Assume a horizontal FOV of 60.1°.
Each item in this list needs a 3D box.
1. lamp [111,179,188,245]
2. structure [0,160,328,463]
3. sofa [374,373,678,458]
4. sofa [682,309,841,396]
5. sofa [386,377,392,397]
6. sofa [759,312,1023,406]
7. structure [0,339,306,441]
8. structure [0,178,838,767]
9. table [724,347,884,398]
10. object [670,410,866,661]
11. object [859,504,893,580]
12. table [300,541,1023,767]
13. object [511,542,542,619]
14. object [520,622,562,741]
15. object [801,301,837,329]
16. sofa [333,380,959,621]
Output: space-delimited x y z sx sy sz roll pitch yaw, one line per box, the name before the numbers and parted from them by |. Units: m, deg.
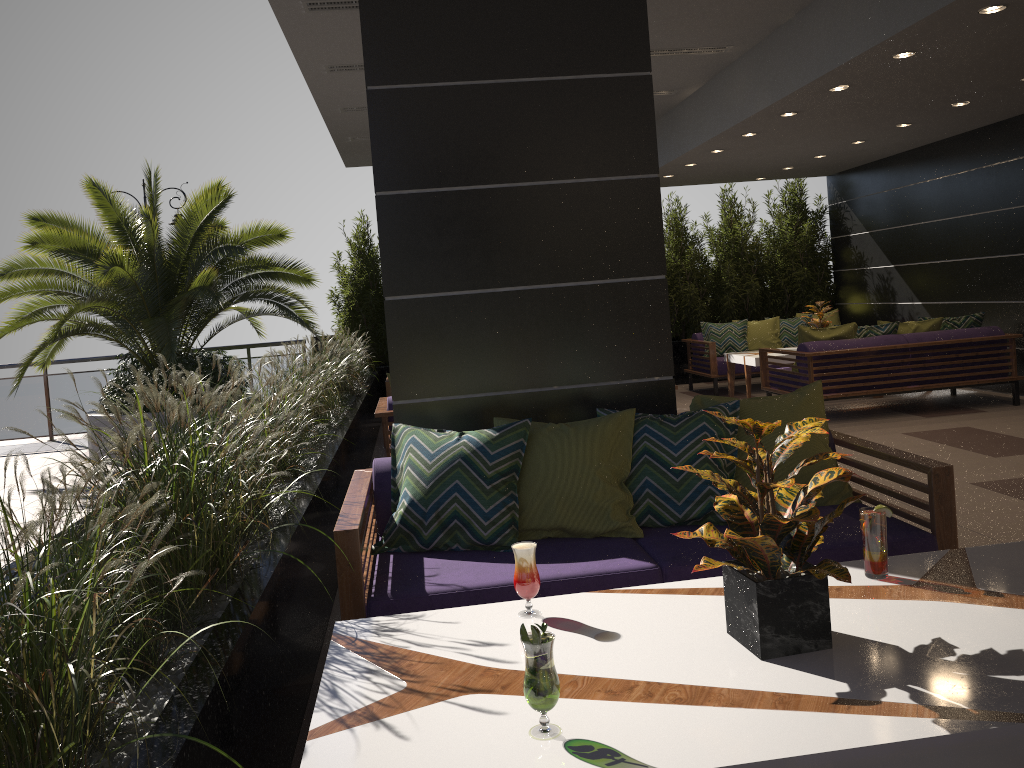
lamp | -4.682 -1.024 11.609 1.122 3.320 0.264 -5 2 -6
structure | -4.017 -0.914 10.058 3.747 3.296 3.817 -2 5 36
sofa | 0.072 0.271 6.695 2.127 0.917 1.122 -5 4 -6
sofa | 3.370 -0.423 11.244 2.127 0.917 1.122 -5 4 -6
sofa | -0.219 0.053 9.246 2.127 0.917 1.122 -5 4 -6
sofa | 3.660 -0.205 8.694 2.127 0.917 1.122 -5 4 -6
structure | -7.901 1.211 2.719 12.923 1.056 17.549 -5 5 -6
structure | 2.359 -0.472 0.898 7.820 3.114 24.794 -5 5 -6
table | 3.548 -0.132 9.954 2.038 0.552 0.944 -5 5 -6
object | 0.574 0.319 1.975 0.430 0.525 0.426 -4 3 6
object | 0.973 0.420 2.353 0.084 0.189 0.067 -4 2 19
table | 0.615 0.854 2.002 2.038 0.552 0.944 -5 5 -6
object | 0.038 0.505 2.284 0.069 0.181 0.069 -6 3 -23
object | 0.054 0.548 1.656 0.069 0.211 0.069 -6 2 -23
object | 3.459 -0.663 9.921 0.430 0.525 0.426 -4 3 11
sofa | 0.438 0.546 3.482 2.127 0.917 1.122 -5 4 -6
